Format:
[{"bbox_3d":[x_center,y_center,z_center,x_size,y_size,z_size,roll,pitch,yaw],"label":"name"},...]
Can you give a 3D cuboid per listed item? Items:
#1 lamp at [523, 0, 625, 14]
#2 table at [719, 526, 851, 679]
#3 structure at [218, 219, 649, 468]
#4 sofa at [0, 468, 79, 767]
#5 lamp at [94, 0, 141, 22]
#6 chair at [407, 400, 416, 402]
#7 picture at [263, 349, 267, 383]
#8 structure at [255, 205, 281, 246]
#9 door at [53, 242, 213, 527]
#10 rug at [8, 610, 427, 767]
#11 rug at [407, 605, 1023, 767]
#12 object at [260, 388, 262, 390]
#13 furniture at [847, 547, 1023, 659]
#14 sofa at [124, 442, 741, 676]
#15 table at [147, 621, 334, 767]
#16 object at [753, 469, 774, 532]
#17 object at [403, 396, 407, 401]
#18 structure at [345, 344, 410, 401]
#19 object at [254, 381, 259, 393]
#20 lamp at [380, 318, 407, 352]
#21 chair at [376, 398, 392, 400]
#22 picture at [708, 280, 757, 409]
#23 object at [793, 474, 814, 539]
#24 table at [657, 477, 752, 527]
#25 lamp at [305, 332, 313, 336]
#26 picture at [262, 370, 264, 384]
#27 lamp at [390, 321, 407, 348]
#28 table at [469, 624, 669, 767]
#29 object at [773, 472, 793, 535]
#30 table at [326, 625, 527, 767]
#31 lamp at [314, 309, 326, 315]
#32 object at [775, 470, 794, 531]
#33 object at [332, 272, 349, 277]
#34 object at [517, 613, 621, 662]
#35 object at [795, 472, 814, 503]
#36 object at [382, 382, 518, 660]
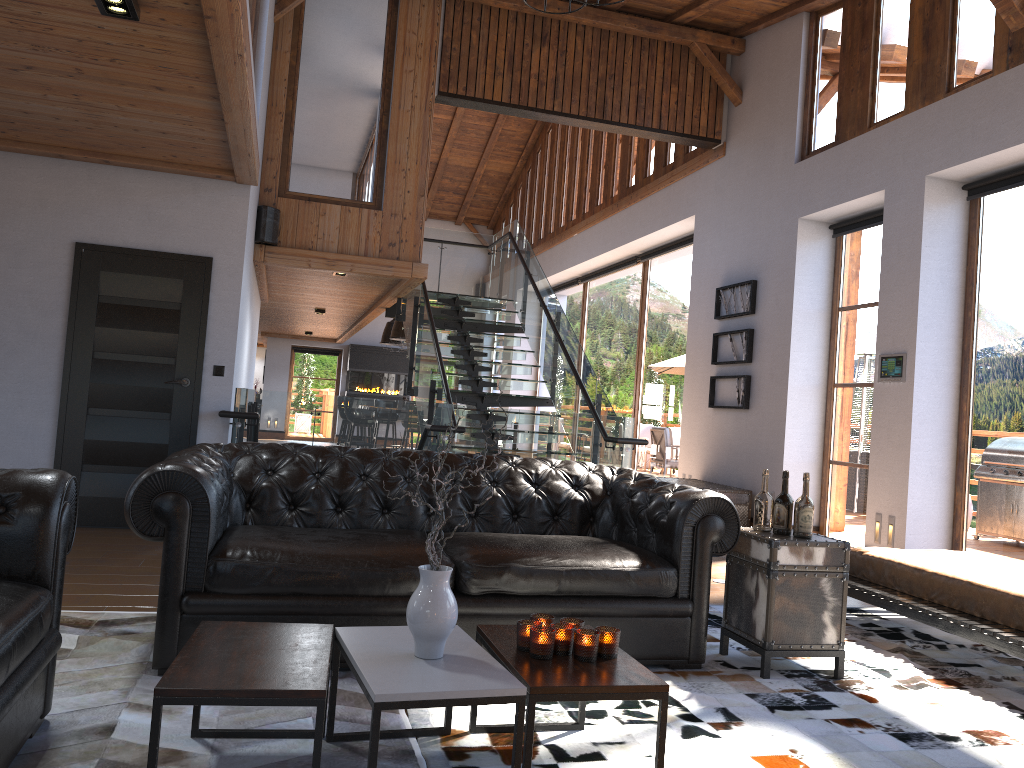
[{"bbox_3d":[0.351,-2.062,2.180,0.264,2.203,0.795,5,-3,-24],"label":"lamp"},{"bbox_3d":[1.239,0.987,4.048,0.408,0.610,0.415,5,-2,-15],"label":"table"},{"bbox_3d":[1.078,1.107,11.601,9.265,6.402,10.954,5,-2,-15],"label":"structure"},{"bbox_3d":[-1.678,0.581,1.549,1.247,0.839,2.549,5,-2,-16],"label":"sofa"},{"bbox_3d":[-1.652,-1.610,3.697,0.156,0.068,0.259,5,-2,-15],"label":"lamp"},{"bbox_3d":[-1.526,0.825,14.315,0.507,1.093,0.564,5,-2,-16],"label":"chair"},{"bbox_3d":[-5.762,-0.405,20.662,0.020,0.782,0.559,5,-2,-15],"label":"picture"},{"bbox_3d":[-2.323,-1.501,8.422,0.215,0.350,0.212,5,-2,-15],"label":"structure"},{"bbox_3d":[-2.790,0.033,6.525,0.947,2.057,0.143,5,-3,-16],"label":"door"},{"bbox_3d":[-1.392,1.015,2.173,2.445,0.053,4.019,5,-2,-14],"label":"rug"},{"bbox_3d":[1.346,1.275,4.089,3.830,0.053,2.416,5,-2,-15],"label":"rug"},{"bbox_3d":[-5.969,0.217,20.772,0.211,0.270,0.285,5,-2,-15],"label":"object"},{"bbox_3d":[2.661,1.186,4.261,1.182,0.437,2.742,5,-2,-15],"label":"furniture"},{"bbox_3d":[-0.359,0.754,4.130,2.582,0.839,1.231,5,-2,-16],"label":"sofa"},{"bbox_3d":[-0.720,0.916,2.451,0.402,0.350,0.647,5,-2,-10],"label":"table"},{"bbox_3d":[1.173,0.540,4.122,0.088,0.286,0.086,6,-3,-38],"label":"object"},{"bbox_3d":[-1.927,0.349,16.322,0.114,0.254,0.223,3,-3,38],"label":"object"},{"bbox_3d":[-3.094,-0.032,20.521,1.453,1.650,0.430,5,-3,-16],"label":"structure"},{"bbox_3d":[-5.904,0.096,20.471,0.152,0.505,0.322,5,-2,-15],"label":"object"},{"bbox_3d":[-2.117,-2.965,17.478,0.615,4.688,0.627,3,-3,30],"label":"lamp"},{"bbox_3d":[-2.599,0.855,18.169,0.507,1.093,0.564,5,-2,-16],"label":"chair"},{"bbox_3d":[2.313,-0.397,9.324,0.059,1.313,0.769,5,-2,-15],"label":"picture"},{"bbox_3d":[1.316,0.547,3.990,0.088,0.286,0.087,5,-2,-5],"label":"object"},{"bbox_3d":[1.851,1.249,9.128,0.688,0.470,1.246,5,-2,-15],"label":"table"},{"bbox_3d":[-4.300,-1.073,18.744,0.156,0.068,0.259,5,-2,-15],"label":"lamp"},{"bbox_3d":[-6.308,-0.228,22.596,0.067,0.451,0.555,5,-2,-15],"label":"picture"},{"bbox_3d":[-1.713,-2.979,15.948,0.615,4.688,0.627,3,-3,30],"label":"lamp"},{"bbox_3d":[0.145,0.988,2.686,0.402,0.350,0.646,5,-2,-15],"label":"table"},{"bbox_3d":[1.242,0.543,4.053,0.088,0.286,0.087,6,-3,-37],"label":"object"},{"bbox_3d":[-0.271,0.953,2.542,0.403,0.350,0.645,5,-2,-20],"label":"table"},{"bbox_3d":[-2.959,-1.118,13.663,0.156,0.068,0.259,5,-2,-15],"label":"lamp"},{"bbox_3d":[1.274,0.548,4.147,0.086,0.286,0.088,3,-3,25],"label":"object"},{"bbox_3d":[-1.757,-1.158,9.106,0.156,0.068,0.259,5,-2,-15],"label":"object"},{"bbox_3d":[0.165,0.773,2.678,0.300,0.081,0.248,4,-2,23],"label":"object"},{"bbox_3d":[1.353,0.553,4.101,0.088,0.286,0.087,4,-2,-3],"label":"object"},{"bbox_3d":[-0.196,0.379,2.602,0.407,0.808,0.618,4,-2,-4],"label":"object"}]
